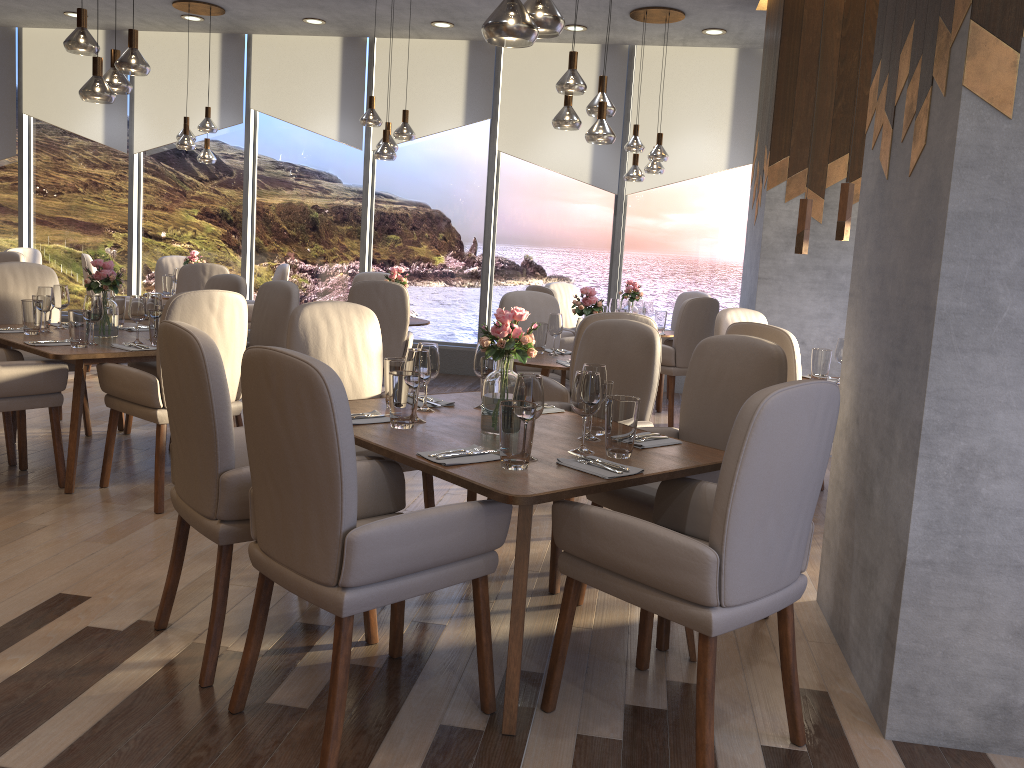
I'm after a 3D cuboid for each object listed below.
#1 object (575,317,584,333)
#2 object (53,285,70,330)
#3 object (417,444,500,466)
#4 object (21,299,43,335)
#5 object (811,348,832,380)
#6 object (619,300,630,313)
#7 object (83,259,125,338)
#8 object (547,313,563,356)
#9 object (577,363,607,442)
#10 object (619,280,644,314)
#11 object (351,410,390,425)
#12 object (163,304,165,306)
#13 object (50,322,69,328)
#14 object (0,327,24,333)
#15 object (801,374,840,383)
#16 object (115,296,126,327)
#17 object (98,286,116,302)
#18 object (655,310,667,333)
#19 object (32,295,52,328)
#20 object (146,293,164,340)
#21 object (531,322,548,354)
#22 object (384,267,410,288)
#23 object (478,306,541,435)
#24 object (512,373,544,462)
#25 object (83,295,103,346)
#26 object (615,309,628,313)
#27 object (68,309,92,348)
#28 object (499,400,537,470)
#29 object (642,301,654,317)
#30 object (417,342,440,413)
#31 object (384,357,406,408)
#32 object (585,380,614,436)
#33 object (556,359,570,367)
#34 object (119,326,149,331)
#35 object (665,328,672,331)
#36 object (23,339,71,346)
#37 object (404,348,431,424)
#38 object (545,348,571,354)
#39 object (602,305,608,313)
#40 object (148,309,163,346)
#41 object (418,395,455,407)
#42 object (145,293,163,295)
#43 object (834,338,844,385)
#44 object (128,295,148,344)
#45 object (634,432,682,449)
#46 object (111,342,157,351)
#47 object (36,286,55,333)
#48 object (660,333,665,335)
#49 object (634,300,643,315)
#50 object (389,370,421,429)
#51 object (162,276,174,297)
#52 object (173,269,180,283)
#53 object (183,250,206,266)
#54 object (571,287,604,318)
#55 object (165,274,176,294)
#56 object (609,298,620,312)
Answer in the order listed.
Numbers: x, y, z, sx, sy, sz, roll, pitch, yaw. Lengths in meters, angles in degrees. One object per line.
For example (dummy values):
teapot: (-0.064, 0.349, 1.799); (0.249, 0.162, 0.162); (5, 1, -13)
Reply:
object: (0.395, -0.248, 4.964); (0.092, 0.243, 0.092); (-1, 9, -36)
object: (-2.500, -0.426, 4.909); (0.092, 0.243, 0.092); (7, 8, 24)
object: (-0.129, 0.197, 2.523); (0.255, 0.019, 0.158); (-3, 11, -38)
object: (-2.494, -0.347, 4.607); (0.102, 0.178, 0.102); (-1, 8, -31)
object: (1.630, -0.095, 4.683); (0.102, 0.178, 0.102); (2, 7, -11)
object: (0.911, -0.559, 7.236); (0.092, 0.243, 0.092); (2, 7, -10)
object: (-2.171, -0.458, 4.712); (0.210, 0.414, 0.198); (-1, 9, -34)
object: (0.249, -0.289, 5.174); (0.092, 0.243, 0.092); (4, 7, 2)
object: (0.257, 0.059, 2.844); (0.092, 0.243, 0.092); (2, 7, -14)
object: (0.991, -0.660, 7.369); (0.198, 0.414, 0.210); (-3, 10, -44)
object: (-0.491, 0.108, 2.963); (0.255, 0.019, 0.158); (-3, 11, -38)
object: (-1.886, -0.338, 4.803); (0.102, 0.178, 0.102); (-1, 9, -32)
object: (-2.541, -0.341, 5.083); (0.256, 0.019, 0.157); (12, 12, 43)
object: (-2.649, -0.288, 4.687); (0.158, 0.019, 0.255); (11, 12, 42)
object: (1.722, -0.031, 4.827); (0.157, 0.019, 0.256); (-3, 11, -37)
object: (-2.311, -0.422, 5.181); (0.102, 0.178, 0.102); (-1, 9, -32)
object: (-2.318, -0.438, 5.069); (0.092, 0.243, 0.092); (6, 7, 21)
object: (1.213, -0.509, 7.249); (0.102, 0.178, 0.102); (9, 9, 34)
object: (-2.610, -0.402, 4.926); (0.102, 0.178, 0.102); (-2, 9, -40)
object: (-1.893, -0.355, 4.691); (0.092, 0.243, 0.092); (0, 8, -29)
object: (0.159, -0.272, 5.242); (0.102, 0.178, 0.102); (2, 7, -11)
object: (-0.901, -0.704, 6.874); (0.210, 0.414, 0.198); (1, 8, -19)
object: (-0.017, -0.046, 2.879); (0.210, 0.414, 0.198); (2, 7, -14)
object: (0.043, 0.095, 2.521); (0.092, 0.243, 0.092); (4, 7, 4)
object: (-2.051, -0.311, 4.338); (0.092, 0.243, 0.092); (3, 7, -5)
object: (0.875, -0.513, 7.136); (0.102, 0.178, 0.102); (1, 8, -19)
object: (-2.065, -0.263, 4.234); (0.102, 0.178, 0.102); (5, 7, 9)
object: (0.012, 0.141, 2.420); (0.102, 0.178, 0.102); (2, 7, -12)
object: (1.114, -0.553, 7.285); (0.092, 0.243, 0.092); (9, 9, 38)
object: (-0.305, -0.023, 3.158); (0.092, 0.243, 0.092); (5, 7, 11)
object: (-0.412, -0.002, 3.193); (0.102, 0.178, 0.102); (2, 7, -11)
object: (0.282, 0.077, 2.953); (0.102, 0.178, 0.102); (-1, 9, -33)
object: (0.336, -0.117, 4.820); (0.157, 0.019, 0.256); (1, 9, -16)
object: (-2.164, -0.323, 5.124); (0.158, 0.019, 0.255); (11, 11, 41)
object: (1.222, -0.470, 7.528); (0.255, 0.019, 0.158); (-3, 11, -37)
object: (-2.219, -0.205, 4.313); (0.158, 0.019, 0.255); (11, 12, 42)
object: (-0.318, 0.006, 2.960); (0.092, 0.243, 0.092); (4, 7, 4)
object: (0.291, -0.199, 5.346); (0.157, 0.019, 0.256); (1, 9, -17)
object: (0.755, -0.576, 7.505); (0.102, 0.178, 0.102); (7, 8, 25)
object: (-1.792, -0.286, 4.497); (0.102, 0.178, 0.102); (-1, 9, -35)
object: (-0.319, 0.062, 3.336); (0.157, 0.019, 0.256); (-3, 11, -36)
object: (-3.157, -0.809, 7.954); (0.255, 0.019, 0.158); (-1, 10, -27)
object: (1.736, -0.117, 4.650); (0.092, 0.243, 0.092); (1, 7, -18)
object: (-1.899, -0.326, 4.497); (0.092, 0.243, 0.092); (0, 8, -26)
object: (0.415, 0.179, 2.872); (0.255, 0.019, 0.158); (-3, 11, -39)
object: (-1.859, -0.188, 4.353); (0.255, 0.019, 0.158); (10, 11, 38)
object: (-2.480, -0.395, 4.712); (0.092, 0.243, 0.092); (4, 7, 0)
object: (1.098, -0.418, 7.133); (0.157, 0.019, 0.256); (-2, 10, -31)
object: (1.063, -0.590, 7.507); (0.092, 0.243, 0.092); (5, 7, 11)
object: (-0.350, 0.052, 2.859); (0.102, 0.178, 0.102); (3, 7, -2)
object: (-3.037, -0.863, 7.827); (0.102, 0.178, 0.102); (-1, 8, -31)
object: (-2.985, -0.907, 7.920); (0.092, 0.243, 0.092); (10, 10, 43)
object: (-2.885, -1.004, 8.037); (0.198, 0.414, 0.211); (4, 7, 6)
object: (0.433, -0.358, 5.135); (0.210, 0.414, 0.198); (-1, 9, -34)
object: (-3.144, -0.922, 8.171); (0.102, 0.178, 0.102); (9, 9, 38)
object: (0.857, -0.596, 7.459); (0.092, 0.243, 0.092); (2, 7, -11)
